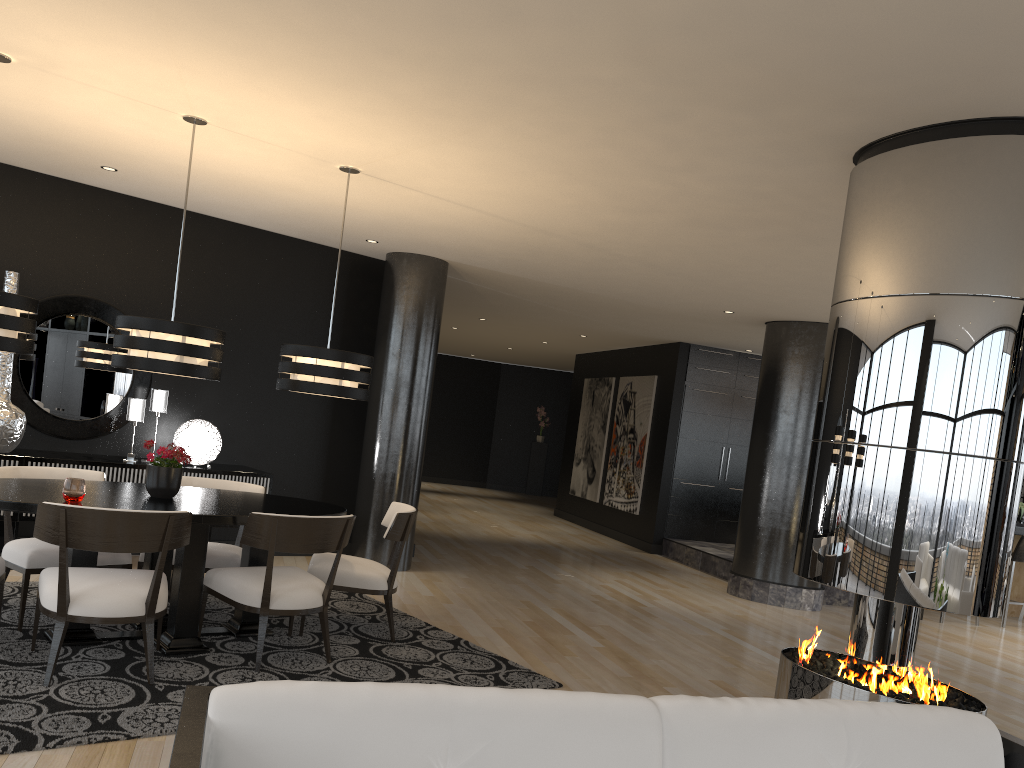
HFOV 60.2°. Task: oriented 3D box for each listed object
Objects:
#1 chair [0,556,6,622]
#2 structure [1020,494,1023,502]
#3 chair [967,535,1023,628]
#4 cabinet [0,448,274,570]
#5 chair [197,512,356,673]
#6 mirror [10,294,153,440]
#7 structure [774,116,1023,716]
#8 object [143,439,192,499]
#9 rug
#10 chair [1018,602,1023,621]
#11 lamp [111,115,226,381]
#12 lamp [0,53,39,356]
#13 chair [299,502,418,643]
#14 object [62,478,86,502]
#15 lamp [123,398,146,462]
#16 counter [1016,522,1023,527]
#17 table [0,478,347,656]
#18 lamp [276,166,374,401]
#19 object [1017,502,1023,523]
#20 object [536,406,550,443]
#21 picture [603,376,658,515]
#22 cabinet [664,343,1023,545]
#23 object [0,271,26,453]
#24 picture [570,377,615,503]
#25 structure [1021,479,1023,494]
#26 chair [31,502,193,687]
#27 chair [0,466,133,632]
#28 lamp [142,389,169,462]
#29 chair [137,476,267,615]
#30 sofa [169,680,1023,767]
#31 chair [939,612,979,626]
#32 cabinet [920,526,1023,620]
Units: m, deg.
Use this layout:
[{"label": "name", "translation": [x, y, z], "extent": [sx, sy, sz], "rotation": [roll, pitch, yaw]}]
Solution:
[{"label": "chair", "translation": [-2.702, 0.825, 4.010], "extent": [0.618, 0.808, 0.639], "rotation": [7, 1, -18]}, {"label": "structure", "translation": [7.168, 1.801, 12.894], "extent": [0.680, 0.446, 0.070], "rotation": [8, 2, -17]}, {"label": "chair", "translation": [5.226, 2.038, 9.238], "extent": [0.477, 0.966, 0.516], "rotation": [7, 1, -17]}, {"label": "cabinet", "translation": [-2.979, 0.934, 6.517], "extent": [2.250, 0.768, 0.606], "rotation": [9, -1, -39]}, {"label": "chair", "translation": [-1.228, 1.048, 4.649], "extent": [0.612, 0.808, 0.646], "rotation": [8, 1, 44]}, {"label": "mirror", "translation": [-3.215, -0.119, 6.539], "extent": [1.082, 1.080, 0.025], "rotation": [7, 2, -39]}, {"label": "structure", "translation": [1.644, 0.397, 3.682], "extent": [0.589, 2.748, 0.885], "rotation": [6, 2, -29]}, {"label": "object", "translation": [-1.824, 0.452, 4.657], "extent": [0.239, 0.299, 0.227], "rotation": [7, 1, -37]}, {"label": "rug", "translation": [-2.003, 1.350, 4.686], "extent": [3.744, 0.011, 2.700], "rotation": [10, -4, -39]}, {"label": "chair", "translation": [5.891, 2.135, 9.443], "extent": [0.477, 0.966, 0.516], "rotation": [7, 1, -17]}, {"label": "lamp", "translation": [-1.720, -0.712, 4.585], "extent": [0.538, 1.332, 0.531], "rotation": [6, 2, -40]}, {"label": "lamp", "translation": [-2.413, -0.830, 4.018], "extent": [0.538, 1.332, 0.531], "rotation": [6, 2, -40]}, {"label": "chair", "translation": [-0.930, 1.125, 5.403], "extent": [0.617, 0.808, 0.640], "rotation": [7, 0, -10]}, {"label": "object", "translation": [-2.030, 0.492, 4.093], "extent": [0.096, 0.106, 0.095], "rotation": [7, 0, -28]}, {"label": "lamp", "translation": [-2.805, 0.338, 6.550], "extent": [0.125, 0.466, 0.131], "rotation": [7, 2, -17]}, {"label": "counter", "translation": [5.413, 1.508, 9.727], "extent": [3.125, 0.032, 1.175], "rotation": [8, -3, -17]}, {"label": "table", "translation": [-1.897, 0.982, 4.698], "extent": [2.118, 0.770, 1.201], "rotation": [9, -2, -37]}, {"label": "lamp", "translation": [-1.026, -0.593, 5.153], "extent": [0.538, 1.332, 0.531], "rotation": [6, 2, -40]}, {"label": "object", "translation": [5.496, 1.378, 9.423], "extent": [0.406, 0.217, 0.398], "rotation": [7, -2, 8]}, {"label": "object", "translation": [0.653, 0.866, 18.968], "extent": [0.338, 0.789, 0.228], "rotation": [8, 2, 12]}, {"label": "picture", "translation": [1.654, 0.829, 12.326], "extent": [0.077, 1.877, 1.149], "rotation": [7, 1, -17]}, {"label": "cabinet", "translation": [4.739, 1.136, 12.463], "extent": [5.747, 2.532, 0.724], "rotation": [8, 2, -17]}, {"label": "object", "translation": [-3.415, -0.147, 5.926], "extent": [0.345, 1.211, 0.341], "rotation": [6, 3, -30]}, {"label": "picture", "translation": [1.251, 0.844, 13.669], "extent": [0.077, 1.877, 1.149], "rotation": [7, 1, -17]}, {"label": "structure", "translation": [7.228, 1.339, 12.872], "extent": [0.678, 0.475, 0.026], "rotation": [8, 2, -17]}, {"label": "chair", "translation": [-1.873, 0.936, 4.075], "extent": [0.646, 0.808, 0.612], "rotation": [7, 1, -29]}, {"label": "chair", "translation": [-2.519, 0.894, 4.904], "extent": [0.612, 0.808, 0.646], "rotation": [8, 1, 37]}, {"label": "lamp", "translation": [-2.702, 0.317, 6.705], "extent": [0.132, 0.551, 0.124], "rotation": [8, 2, 13]}, {"label": "chair", "translation": [-1.880, 1.000, 5.380], "extent": [0.644, 0.808, 0.614], "rotation": [7, 1, -11]}, {"label": "sofa", "translation": [0.357, 1.110, 1.762], "extent": [2.039, 0.805, 0.834], "rotation": [8, 0, -17]}, {"label": "chair", "translation": [4.479, 1.930, 9.006], "extent": [0.477, 0.966, 0.516], "rotation": [7, 1, -17]}, {"label": "cabinet", "translation": [5.345, 2.040, 9.752], "extent": [3.125, 1.040, 1.175], "rotation": [8, -1, -17]}]
